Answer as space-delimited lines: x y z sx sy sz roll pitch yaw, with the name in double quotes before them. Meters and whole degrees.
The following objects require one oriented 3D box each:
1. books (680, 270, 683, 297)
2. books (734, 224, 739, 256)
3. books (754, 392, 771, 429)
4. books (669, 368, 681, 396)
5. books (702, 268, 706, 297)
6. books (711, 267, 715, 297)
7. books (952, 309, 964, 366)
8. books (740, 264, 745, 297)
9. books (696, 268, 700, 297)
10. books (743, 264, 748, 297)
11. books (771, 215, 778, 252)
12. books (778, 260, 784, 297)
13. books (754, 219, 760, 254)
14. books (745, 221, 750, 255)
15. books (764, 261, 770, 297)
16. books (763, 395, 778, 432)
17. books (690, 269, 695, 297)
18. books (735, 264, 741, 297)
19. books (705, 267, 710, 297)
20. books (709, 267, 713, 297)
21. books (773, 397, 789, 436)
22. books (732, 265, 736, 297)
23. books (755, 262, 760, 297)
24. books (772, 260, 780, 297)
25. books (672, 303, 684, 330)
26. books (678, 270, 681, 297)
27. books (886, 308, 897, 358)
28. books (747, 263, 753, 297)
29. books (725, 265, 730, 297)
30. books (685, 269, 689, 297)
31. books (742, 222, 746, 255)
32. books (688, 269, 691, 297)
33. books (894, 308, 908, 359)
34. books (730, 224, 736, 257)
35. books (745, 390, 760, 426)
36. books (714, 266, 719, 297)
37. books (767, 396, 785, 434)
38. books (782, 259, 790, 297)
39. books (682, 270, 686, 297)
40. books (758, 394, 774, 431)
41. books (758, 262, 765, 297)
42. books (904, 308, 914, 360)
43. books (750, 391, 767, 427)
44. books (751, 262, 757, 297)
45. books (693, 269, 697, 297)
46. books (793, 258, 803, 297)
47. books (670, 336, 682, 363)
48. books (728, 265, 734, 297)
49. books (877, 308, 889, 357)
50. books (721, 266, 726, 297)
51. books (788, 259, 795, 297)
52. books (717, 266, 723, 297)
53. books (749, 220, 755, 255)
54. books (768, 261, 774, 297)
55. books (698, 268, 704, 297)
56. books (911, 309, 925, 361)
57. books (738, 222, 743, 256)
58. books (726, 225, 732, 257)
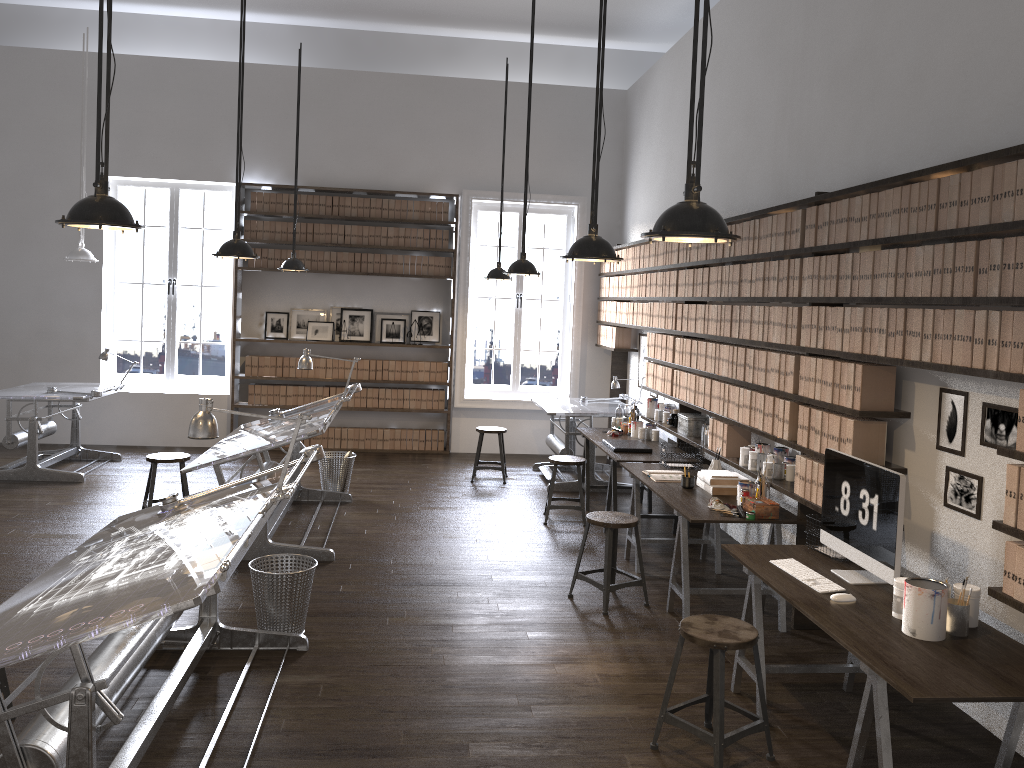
"books" 1.462 -0.809 7.190 0.174 0.225 0.067 2 3 -7
"books" 1.607 -0.970 6.002 0.174 0.225 0.067 2 3 -6
"books" 1.617 0.169 5.538 0.174 0.225 0.067 2 3 -6
"books" 1.405 -0.014 7.395 0.174 0.225 0.067 2 3 -7
"books" 1.525 -0.755 6.641 0.174 0.225 0.067 2 3 -6
"books" 1.546 -0.734 6.428 0.174 0.225 0.067 2 3 -7
"books" 1.859 -0.181 3.526 0.174 0.225 0.067 2 3 -6
"books" 1.610 -0.680 5.878 0.174 0.225 0.067 2 3 -6
"books" 1.508 -0.769 6.782 0.174 0.225 0.067 2 3 -7
"books" 1.616 -0.674 5.808 0.174 0.225 0.067 2 3 -6
"books" 1.673 -0.908 5.372 0.174 0.225 0.067 2 3 -7
"books" 1.679 -0.620 5.260 0.174 0.225 0.067 2 3 -7
"books" 1.642 -0.936 5.652 0.174 0.225 0.067 2 3 -6
"books" 1.622 -0.950 5.795 0.174 0.225 0.067 2 3 -7
"books" 1.654 -0.640 5.471 0.174 0.225 0.067 2 3 -6
"books" 1.633 0.183 5.397 0.174 0.225 0.067 2 3 -7
"books" 1.487 -0.783 6.919 0.174 0.225 0.067 2 3 -6
"books" 1.596 -0.687 5.946 0.174 0.225 0.067 2 3 -6
"books" 1.527 -0.748 6.566 0.174 0.225 0.067 2 3 -7
"books" 1.541 -0.741 6.493 0.174 0.225 0.067 2 3 -6
"books" 1.650 0.198 5.249 0.174 0.225 0.067 2 3 -7
"books" 1.593 -0.694 6.013 0.174 0.225 0.067 2 3 -7
"books" 1.638 -0.654 5.604 0.174 0.225 0.067 2 3 -6
"books" 1.666 -0.627 5.330 0.174 0.225 0.067 2 3 -7
"books" 1.433 -0.559 7.372 0.174 0.225 0.067 2 3 -6
"books" 1.456 -0.816 7.259 0.174 0.225 0.067 2 3 -7
"books" 1.806 -0.229 4.024 0.174 0.225 0.067 2 3 -7
"books" 1.620 -0.667 5.738 0.174 0.225 0.067 2 3 -7
"books" 1.574 -0.707 6.147 0.174 0.225 0.067 2 3 -6
"books" 1.476 -0.795 7.048 0.174 0.225 0.067 2 3 -7
"books" 1.620 -0.956 5.859 0.174 0.225 0.067 2 3 -6
"books" 1.484 -0.789 6.986 0.174 0.225 0.067 2 3 -7
"books" 1.809 -0.222 3.949 0.174 0.225 0.067 2 3 -6
"books" 1.595 -0.977 6.071 0.174 0.225 0.067 2 3 -7
"books" 1.596 0.155 5.675 0.174 0.225 0.067 2 3 -7
"books" 1.548 -0.728 6.365 0.174 0.225 0.067 2 3 -6
"books" 1.636 0.190 5.322 0.174 0.225 0.067 2 3 -6
"books" 1.681 -0.613 5.185 0.174 0.225 0.067 2 3 -6
"books" 1.466 -0.803 7.120 0.174 0.225 0.067 2 3 -6
"books" 1.621 0.176 5.467 0.174 0.225 0.067 2 3 -7
"books" 1.641 -0.647 5.537 0.174 0.225 0.067 2 3 -7
"books" 1.823 -0.215 3.876 0.174 0.225 0.067 2 3 -7
"books" 1.609 0.162 5.609 0.174 0.225 0.067 2 3 -6
"books" 1.630 -0.660 5.666 0.174 0.225 0.067 2 3 -6
"books" 1.500 -0.776 6.852 0.174 0.225 0.067 2 3 -7
"books" 1.701 -0.598 5.036 0.174 0.225 0.067 2 3 -6
"books" 1.415 -0.283 7.379 0.174 0.225 0.067 2 3 -7
"books" 1.584 -0.700 6.075 0.174 0.225 0.067 2 3 -7
"books" 1.794 -0.236 4.095 0.174 0.225 0.067 2 3 -7
"books" 1.568 -0.714 6.221 0.174 0.225 0.067 2 3 -7
"books" 1.695 -0.605 5.112 0.174 0.225 0.067 2 3 -7
"books" 1.557 -0.721 6.293 0.174 0.225 0.067 2 3 -7
"books" 1.630 -0.943 5.724 0.174 0.225 0.067 2 3 -6
"books" 1.662 -0.633 5.401 0.174 0.225 0.067 2 3 -6
"books" 1.512 -0.762 6.711 0.174 0.225 0.067 2 3 -6
"books" 1.823 -0.209 3.810 0.174 0.225 0.067 2 3 -7
"books" 1.612 -0.963 5.933 0.174 0.225 0.067 2 3 -6
"books" 1.584 -0.984 6.143 0.174 0.225 0.067 2 3 -7
